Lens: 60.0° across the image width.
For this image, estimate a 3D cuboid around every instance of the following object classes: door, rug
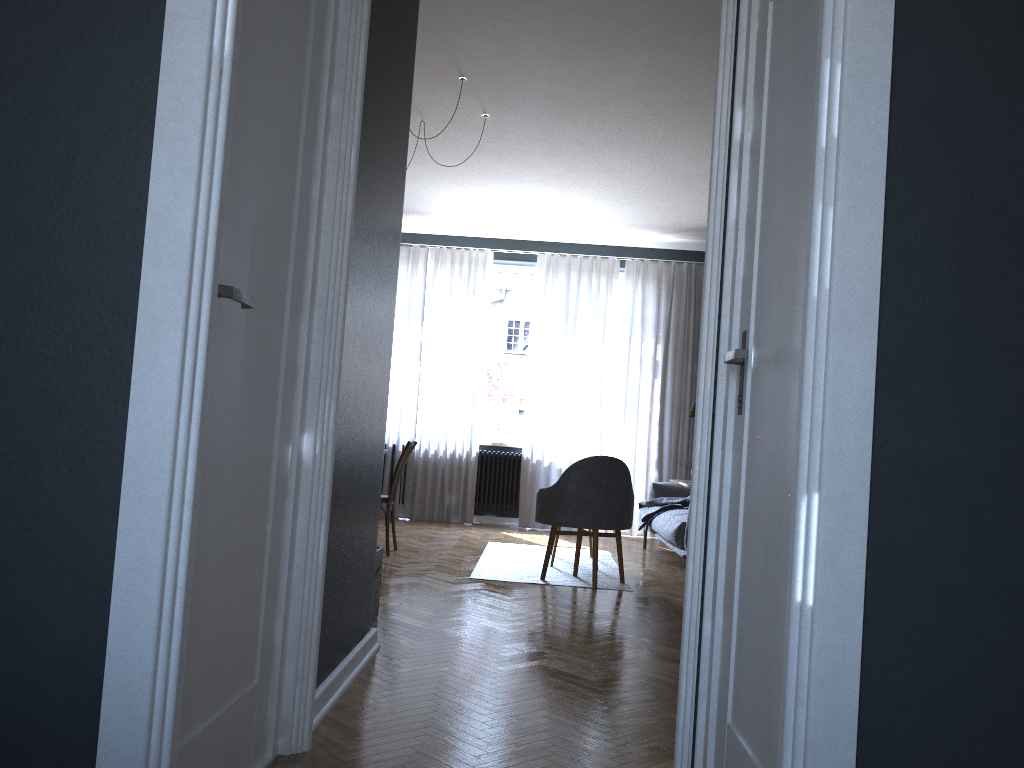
[{"bbox_3d":[-0.590,-0.153,1.949,0.162,2.185,0.857,4,-3,2],"label":"door"},{"bbox_3d":[0.591,-0.071,1.905,0.162,2.185,0.857,4,-3,2],"label":"door"},{"bbox_3d":[0.270,1.295,6.413,1.003,0.013,2.013,4,-4,2],"label":"rug"}]

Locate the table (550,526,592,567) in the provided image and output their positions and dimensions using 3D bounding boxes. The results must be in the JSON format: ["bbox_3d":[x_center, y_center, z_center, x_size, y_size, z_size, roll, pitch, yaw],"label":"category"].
[{"bbox_3d":[0.466,1.044,6.555,0.339,0.549,0.788,4,-3,2],"label":"table"}]

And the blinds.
[{"bbox_3d":[0.075,0.043,9.003,3.992,2.786,0.312,4,-3,2],"label":"blinds"}]

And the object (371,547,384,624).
[{"bbox_3d":[-0.807,0.887,3.846,0.383,0.326,0.553,4,-3,2],"label":"object"}]

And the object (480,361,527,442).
[{"bbox_3d":[-0.181,0.188,9.094,0.514,0.809,0.599,5,-3,-24],"label":"object"}]

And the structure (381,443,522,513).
[{"bbox_3d":[-0.682,0.950,9.045,1.846,0.600,0.216,4,-3,2],"label":"structure"}]

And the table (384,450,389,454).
[{"bbox_3d":[-1.562,0.776,6.042,1.126,0.727,1.606,4,-4,2],"label":"table"}]

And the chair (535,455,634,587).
[{"bbox_3d":[0.500,0.853,5.630,0.645,0.810,0.495,5,-3,-20],"label":"chair"}]

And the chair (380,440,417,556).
[{"bbox_3d":[-0.959,0.793,6.361,0.467,0.819,0.363,4,-3,2],"label":"chair"}]

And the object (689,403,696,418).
[{"bbox_3d":[1.316,0.229,3.376,1.118,1.897,0.764,4,-3,-4],"label":"object"}]

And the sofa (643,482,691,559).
[{"bbox_3d":[1.580,1.009,6.729,0.970,0.797,2.342,4,-4,2],"label":"sofa"}]

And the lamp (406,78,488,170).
[{"bbox_3d":[-0.850,-1.039,5.925,1.590,1.573,0.583,2,-4,33],"label":"lamp"}]

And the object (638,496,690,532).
[{"bbox_3d":[1.292,1.050,7.315,0.490,0.329,0.667,4,-4,7],"label":"object"}]
